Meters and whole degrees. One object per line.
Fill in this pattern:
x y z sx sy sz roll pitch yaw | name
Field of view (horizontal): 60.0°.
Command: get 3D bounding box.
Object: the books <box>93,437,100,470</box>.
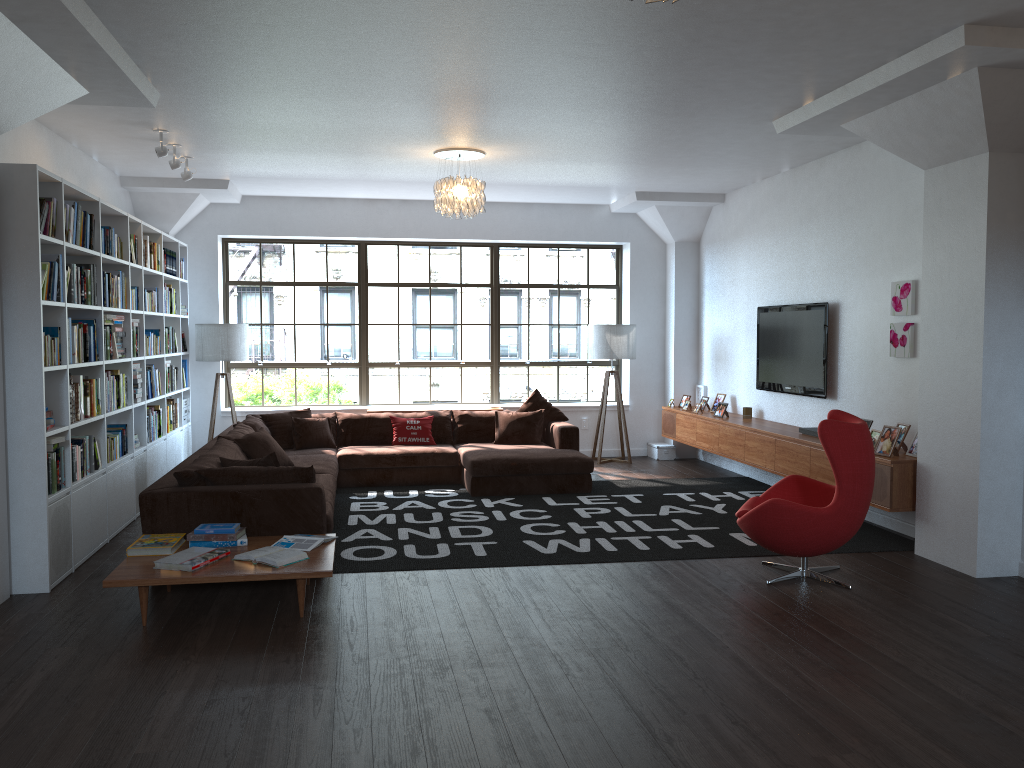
-2.941 0.480 6.080 0.174 0.236 0.142 -1 3 -11 | books

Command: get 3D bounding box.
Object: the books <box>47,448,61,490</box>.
-2.811 0.514 5.321 0.183 0.253 0.042 -1 3 -10 | books

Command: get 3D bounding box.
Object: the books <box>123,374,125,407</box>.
-3.082 0.049 6.835 0.183 0.253 0.034 -1 3 -11 | books

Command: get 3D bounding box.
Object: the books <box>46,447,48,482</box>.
-2.779 0.511 5.096 0.198 0.284 0.049 -1 3 -10 | books

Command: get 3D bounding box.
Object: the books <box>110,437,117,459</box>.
-3.021 0.482 6.639 0.107 0.167 0.017 -1 3 -10 | books

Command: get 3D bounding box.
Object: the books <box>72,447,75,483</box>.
-2.851 0.512 5.605 0.161 0.223 0.032 -1 3 -10 | books

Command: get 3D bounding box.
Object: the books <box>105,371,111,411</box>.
-3.002 0.054 6.423 0.176 0.290 0.053 -1 3 -11 | books

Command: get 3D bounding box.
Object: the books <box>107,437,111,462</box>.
-3.013 0.482 6.486 0.134 0.184 0.030 -1 3 -10 | books

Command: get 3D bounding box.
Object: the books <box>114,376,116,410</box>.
-3.022 0.069 6.544 0.171 0.246 0.057 -1 3 -11 | books

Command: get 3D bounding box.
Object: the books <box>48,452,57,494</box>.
-2.781 0.526 5.213 0.174 0.240 0.054 -1 3 -10 | books

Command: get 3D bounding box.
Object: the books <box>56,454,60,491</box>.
-2.790 0.531 5.289 0.161 0.223 0.032 -1 3 -10 | books

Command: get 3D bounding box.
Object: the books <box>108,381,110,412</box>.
-2.987 0.089 6.388 0.161 0.223 0.026 -1 3 -11 | books

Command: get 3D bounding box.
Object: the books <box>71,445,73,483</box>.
-2.855 0.501 5.572 0.160 0.251 0.031 -1 3 -10 | books

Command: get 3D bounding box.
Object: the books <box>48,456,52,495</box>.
-2.774 0.537 5.171 0.161 0.223 0.032 -1 3 -10 | books

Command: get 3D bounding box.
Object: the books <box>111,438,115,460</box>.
-3.018 0.485 6.587 0.120 0.167 0.020 -1 3 -10 | books

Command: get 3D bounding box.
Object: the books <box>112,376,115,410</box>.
-3.011 0.068 6.500 0.183 0.253 0.034 -1 3 -11 | books

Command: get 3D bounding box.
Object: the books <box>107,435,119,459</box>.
-3.038 0.476 6.686 0.126 0.173 0.032 -1 3 -10 | books

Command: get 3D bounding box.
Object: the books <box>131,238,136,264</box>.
-3.141 -1.069 7.168 0.161 0.207 0.130 -1 3 -11 | books

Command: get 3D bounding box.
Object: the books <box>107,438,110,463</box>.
-3.002 0.486 6.461 0.128 0.178 0.021 -1 3 -10 | books

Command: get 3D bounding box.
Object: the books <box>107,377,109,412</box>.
-2.985 0.077 6.362 0.160 0.250 0.026 -1 3 -11 | books

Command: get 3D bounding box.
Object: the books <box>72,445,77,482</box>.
-2.869 0.506 5.646 0.176 0.231 0.053 -1 3 -10 | books

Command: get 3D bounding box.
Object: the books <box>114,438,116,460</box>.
-3.016 0.486 6.615 0.106 0.162 0.032 -1 3 -10 | books

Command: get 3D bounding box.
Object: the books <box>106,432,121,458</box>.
-3.050 0.464 6.740 0.139 0.191 0.036 -1 3 -10 | books

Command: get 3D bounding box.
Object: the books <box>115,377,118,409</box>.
-3.041 0.068 6.619 0.174 0.240 0.045 -1 3 -11 | books

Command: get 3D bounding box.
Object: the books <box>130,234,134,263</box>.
-3.139 -1.081 7.112 0.174 0.236 0.136 -1 3 -11 | books

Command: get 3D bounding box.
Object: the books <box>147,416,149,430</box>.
-3.220 0.394 7.634 0.168 0.231 0.037 -1 3 -11 | books

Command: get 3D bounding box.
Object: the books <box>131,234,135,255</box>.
-3.166 -1.096 7.244 0.160 0.251 0.031 -1 3 -10 | books

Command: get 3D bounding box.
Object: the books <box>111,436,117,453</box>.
-3.033 0.480 6.658 0.122 0.169 0.023 -1 3 -10 | books

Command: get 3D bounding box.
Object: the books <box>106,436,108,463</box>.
-3.000 0.478 6.418 0.127 0.200 0.020 -1 3 -10 | books

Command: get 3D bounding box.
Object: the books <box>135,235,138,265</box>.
-3.174 -1.100 7.310 0.160 0.251 0.039 -1 3 -10 | books

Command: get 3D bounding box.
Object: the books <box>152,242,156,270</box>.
-3.283 -1.136 7.922 0.183 0.253 0.034 -1 3 -10 | books

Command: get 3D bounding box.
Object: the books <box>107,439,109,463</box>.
-2.997 0.488 6.440 0.128 0.178 0.022 -1 3 -10 | books

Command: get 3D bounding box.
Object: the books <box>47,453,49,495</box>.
-2.778 0.525 5.138 0.160 0.251 0.031 -1 3 -10 | books

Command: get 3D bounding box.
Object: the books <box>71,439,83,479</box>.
-2.887 0.487 5.755 0.183 0.253 0.042 -1 3 -10 | books

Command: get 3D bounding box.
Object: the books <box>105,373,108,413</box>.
-2.991 0.063 6.313 0.198 0.284 0.066 -1 3 -11 | books

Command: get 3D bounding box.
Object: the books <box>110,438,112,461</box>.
-3.011 0.486 6.532 0.109 0.171 0.018 -1 3 -10 | books

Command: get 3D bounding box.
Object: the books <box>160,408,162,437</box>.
-3.298 0.353 8.110 0.180 0.259 0.060 -1 3 -11 | books

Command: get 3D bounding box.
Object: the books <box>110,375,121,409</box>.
-3.037 0.059 6.659 0.183 0.253 0.034 -1 3 -11 | books

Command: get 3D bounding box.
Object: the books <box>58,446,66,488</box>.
-2.824 0.509 5.403 0.180 0.251 0.048 -1 3 -10 | books

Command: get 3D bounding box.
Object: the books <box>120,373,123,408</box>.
-3.059 0.051 6.739 0.180 0.259 0.060 -1 3 -11 | books

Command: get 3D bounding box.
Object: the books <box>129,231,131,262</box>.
-3.123 -1.085 7.026 0.183 0.253 0.042 -1 3 -10 | books

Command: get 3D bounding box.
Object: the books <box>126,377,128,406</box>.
-3.084 0.060 6.911 0.161 0.223 0.026 -1 3 -11 | books

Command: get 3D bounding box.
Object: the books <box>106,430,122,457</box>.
-3.061 0.457 6.771 0.146 0.202 0.027 -1 3 -10 | books

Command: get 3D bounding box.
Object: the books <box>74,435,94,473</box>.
-2.925 0.475 5.991 0.183 0.253 0.042 -1 3 -10 | books

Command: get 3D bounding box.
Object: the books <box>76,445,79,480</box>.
-2.870 0.508 5.690 0.161 0.223 0.033 -1 3 -10 | books

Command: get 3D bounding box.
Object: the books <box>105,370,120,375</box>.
-3.052 0.038 6.691 0.176 0.290 0.036 -1 3 -11 | books

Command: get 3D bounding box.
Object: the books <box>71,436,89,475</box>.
-2.915 0.477 5.905 0.180 0.259 0.042 -1 3 -10 | books

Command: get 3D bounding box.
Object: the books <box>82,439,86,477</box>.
-2.897 0.488 5.829 0.171 0.246 0.039 -1 3 -10 | books

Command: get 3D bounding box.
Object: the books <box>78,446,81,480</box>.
-2.871 0.515 5.723 0.161 0.223 0.030 -1 3 -10 | books

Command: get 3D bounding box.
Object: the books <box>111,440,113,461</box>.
-3.009 0.494 6.551 0.110 0.153 0.019 -1 3 -10 | books

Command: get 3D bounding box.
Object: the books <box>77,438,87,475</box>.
-2.906 0.484 5.866 0.160 0.251 0.039 -1 3 -10 | books

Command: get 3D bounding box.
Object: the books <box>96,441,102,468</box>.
-2.944 0.491 6.138 0.161 0.207 0.135 -1 3 -11 | books

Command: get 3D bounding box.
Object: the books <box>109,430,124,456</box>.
-3.058 0.455 6.799 0.146 0.202 0.027 -1 3 -10 | books

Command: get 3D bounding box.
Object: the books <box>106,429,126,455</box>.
-3.076 0.451 6.879 0.146 0.202 0.027 -1 3 -10 | books

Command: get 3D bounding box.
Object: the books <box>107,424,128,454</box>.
-3.095 0.431 6.961 0.140 0.231 0.042 -1 3 -10 | books

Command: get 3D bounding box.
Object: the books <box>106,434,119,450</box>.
-3.043 0.472 6.713 0.128 0.178 0.021 -1 3 -10 | books

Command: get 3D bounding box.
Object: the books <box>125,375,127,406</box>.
-3.089 0.053 6.874 0.174 0.240 0.045 -1 3 -11 | books

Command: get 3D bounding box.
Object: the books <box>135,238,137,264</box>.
-3.162 -1.084 7.277 0.161 0.223 0.032 -1 3 -10 | books

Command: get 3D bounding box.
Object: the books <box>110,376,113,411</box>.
-3.009 0.070 6.467 0.183 0.253 0.034 -1 3 -11 | books
